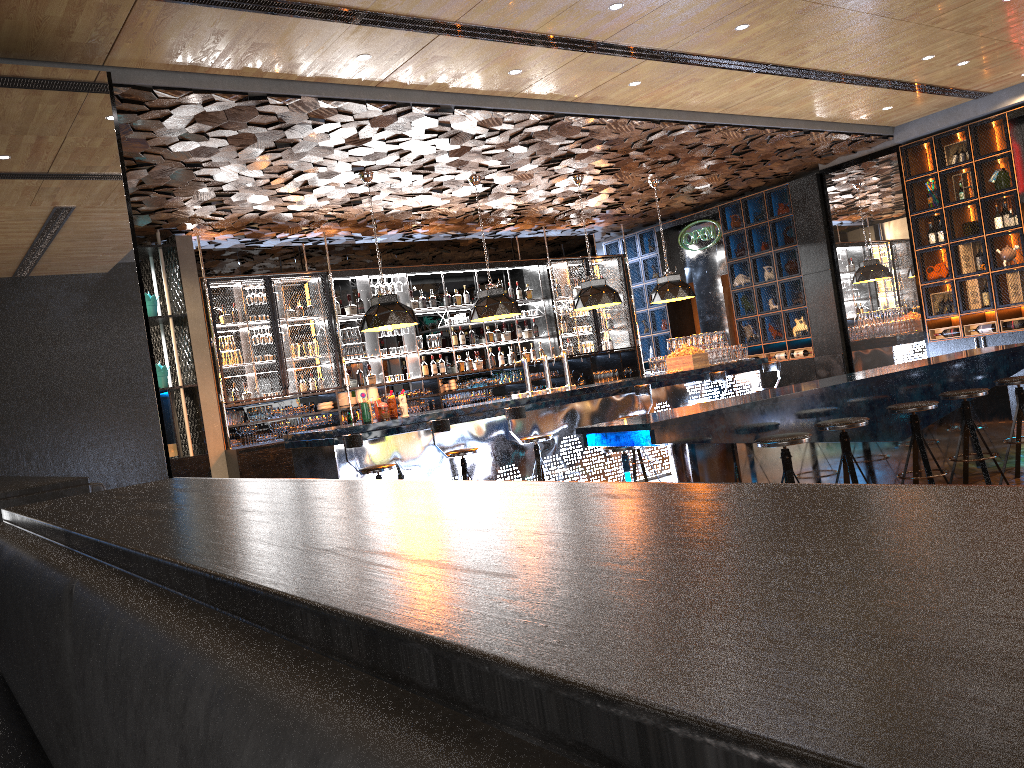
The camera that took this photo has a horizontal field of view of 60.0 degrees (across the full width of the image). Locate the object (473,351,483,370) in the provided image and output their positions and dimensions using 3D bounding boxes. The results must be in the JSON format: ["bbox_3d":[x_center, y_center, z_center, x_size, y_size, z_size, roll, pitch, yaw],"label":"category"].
[{"bbox_3d":[-0.493,-0.332,12.660,0.123,0.279,0.123,-9,0,-22],"label":"object"}]

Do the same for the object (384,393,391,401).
[{"bbox_3d":[-1.613,0.173,11.587,0.100,0.100,0.089,-9,0,-30],"label":"object"}]

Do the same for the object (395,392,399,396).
[{"bbox_3d":[-1.544,0.161,11.904,0.109,0.100,0.109,-8,0,38],"label":"object"}]

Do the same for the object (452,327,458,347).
[{"bbox_3d":[-0.817,-0.659,12.491,0.086,0.299,0.086,-9,0,14],"label":"object"}]

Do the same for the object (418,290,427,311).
[{"bbox_3d":[-1.241,-1.158,12.239,0.083,0.282,0.083,-8,0,40],"label":"object"}]

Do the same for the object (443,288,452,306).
[{"bbox_3d":[-0.915,-1.214,12.473,0.083,0.282,0.083,-8,0,40],"label":"object"}]

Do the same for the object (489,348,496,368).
[{"bbox_3d":[-0.291,-0.373,12.791,0.086,0.297,0.086,-9,0,-1],"label":"object"}]

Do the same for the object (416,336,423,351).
[{"bbox_3d":[-1.261,-0.548,12.086,0.105,0.209,0.105,-9,0,10],"label":"object"}]

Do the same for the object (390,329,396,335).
[{"bbox_3d":[-1.602,-0.776,11.836,0.092,0.244,0.092,-9,0,15],"label":"object"}]

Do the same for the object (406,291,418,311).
[{"bbox_3d":[-1.368,-1.136,12.149,0.123,0.279,0.123,-8,0,43],"label":"object"}]

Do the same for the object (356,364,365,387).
[{"bbox_3d":[-1.985,-0.113,11.581,0.086,0.297,0.086,-9,0,-1],"label":"object"}]

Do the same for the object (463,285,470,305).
[{"bbox_3d":[-0.655,-1.262,12.675,0.086,0.298,0.086,-9,0,14],"label":"object"}]

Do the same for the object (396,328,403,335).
[{"bbox_3d":[-1.522,-0.788,11.893,0.092,0.244,0.092,-9,0,15],"label":"object"}]

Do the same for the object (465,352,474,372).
[{"bbox_3d":[-0.613,-0.316,12.591,0.083,0.282,0.083,-9,0,-35],"label":"object"}]

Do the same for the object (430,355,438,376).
[{"bbox_3d":[-1.088,-0.251,12.291,0.086,0.298,0.086,-9,0,14],"label":"object"}]

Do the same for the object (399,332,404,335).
[{"bbox_3d":[-1.532,-0.787,12.087,0.092,0.244,0.092,-9,0,15],"label":"object"}]

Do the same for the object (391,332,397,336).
[{"bbox_3d":[-1.616,-0.775,12.028,0.092,0.244,0.092,-9,0,15],"label":"object"}]

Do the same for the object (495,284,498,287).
[{"bbox_3d":[-0.214,-1.322,12.974,0.083,0.282,0.083,-9,0,-35],"label":"object"}]

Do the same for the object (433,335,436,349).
[{"bbox_3d":[-1.073,-0.578,12.357,0.105,0.209,0.105,-9,0,10],"label":"object"}]

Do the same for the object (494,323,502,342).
[{"bbox_3d":[-0.215,-0.745,12.914,0.083,0.282,0.083,-9,0,-35],"label":"object"}]

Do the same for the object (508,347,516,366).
[{"bbox_3d":[-0.011,-0.408,13.022,0.083,0.282,0.083,-8,0,40],"label":"object"}]

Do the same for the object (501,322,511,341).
[{"bbox_3d":[-0.095,-0.761,12.982,0.123,0.279,0.123,-9,0,-22],"label":"object"}]

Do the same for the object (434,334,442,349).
[{"bbox_3d":[-1.021,-0.585,12.262,0.105,0.209,0.105,-9,0,10],"label":"object"}]

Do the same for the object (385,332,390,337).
[{"bbox_3d":[-1.696,-0.762,11.971,0.092,0.244,0.092,-9,0,15],"label":"object"}]

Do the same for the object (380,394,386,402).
[{"bbox_3d":[-1.683,0.184,11.675,0.089,0.100,0.100,-9,0,27],"label":"object"}]

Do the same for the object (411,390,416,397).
[{"bbox_3d":[-1.319,0.127,11.936,0.093,0.099,0.093,-9,0,26],"label":"object"}]

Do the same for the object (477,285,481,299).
[{"bbox_3d":[-0.463,-1.292,12.806,0.086,0.298,0.086,-9,0,14],"label":"object"}]

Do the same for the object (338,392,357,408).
[{"bbox_3d":[-2.145,0.206,11.351,0.306,0.195,0.300,-9,0,-34],"label":"object"}]

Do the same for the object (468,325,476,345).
[{"bbox_3d":[-0.576,-0.697,12.660,0.086,0.297,0.086,-9,0,14],"label":"object"}]

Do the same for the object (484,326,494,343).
[{"bbox_3d":[-0.336,-0.708,12.824,0.094,0.248,0.151,-8,0,44],"label":"object"}]

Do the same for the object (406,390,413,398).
[{"bbox_3d":[-1.365,0.134,11.833,0.093,0.099,0.093,-9,0,-19],"label":"object"}]

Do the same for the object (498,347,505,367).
[{"bbox_3d":[-0.164,-0.393,12.922,0.086,0.298,0.086,-9,0,14],"label":"object"}]

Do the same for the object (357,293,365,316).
[{"bbox_3d":[-1.999,-1.056,11.703,0.086,0.299,0.086,-9,0,14],"label":"object"}]

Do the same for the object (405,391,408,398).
[{"bbox_3d":[-1.426,0.143,11.921,0.093,0.099,0.093,-8,0,42],"label":"object"}]

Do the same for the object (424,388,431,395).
[{"bbox_3d":[-1.136,0.101,11.926,0.095,0.096,0.095,-9,0,29],"label":"object"}]

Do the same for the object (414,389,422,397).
[{"bbox_3d":[-1.256,0.117,11.853,0.093,0.099,0.093,-9,0,-16],"label":"object"}]

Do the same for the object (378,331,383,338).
[{"bbox_3d":[-1.785,-0.749,11.907,0.092,0.244,0.092,-9,0,15],"label":"object"}]

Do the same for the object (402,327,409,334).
[{"bbox_3d":[-1.438,-0.801,11.953,0.092,0.244,0.092,-9,0,15],"label":"object"}]

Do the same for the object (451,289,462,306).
[{"bbox_3d":[-0.782,-1.217,12.565,0.151,0.248,0.094,-9,0,-32],"label":"object"}]

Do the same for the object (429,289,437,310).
[{"bbox_3d":[-1.107,-1.178,12.335,0.083,0.282,0.083,-9,0,-20],"label":"object"}]

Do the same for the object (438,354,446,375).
[{"bbox_3d":[-0.978,-0.268,12.340,0.086,0.298,0.086,-9,0,14],"label":"object"}]

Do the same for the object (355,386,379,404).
[{"bbox_3d":[-1.878,0.154,11.503,0.309,0.216,0.149,-9,0,-37],"label":"object"}]

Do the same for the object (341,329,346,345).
[{"bbox_3d":[-2.193,-0.616,11.643,0.105,0.209,0.105,-9,0,10],"label":"object"}]

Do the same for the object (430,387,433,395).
[{"bbox_3d":[-1.120,0.098,12.026,0.095,0.096,0.095,-9,0,-11],"label":"object"}]

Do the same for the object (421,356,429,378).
[{"bbox_3d":[-1.200,-0.233,12.180,0.086,0.299,0.086,-9,0,14],"label":"object"}]

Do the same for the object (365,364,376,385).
[{"bbox_3d":[-1.863,-0.121,11.681,0.123,0.279,0.123,-9,0,-22],"label":"object"}]

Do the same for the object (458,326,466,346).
[{"bbox_3d":[-0.714,-0.677,12.596,0.086,0.298,0.086,-9,0,14],"label":"object"}]

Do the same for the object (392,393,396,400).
[{"bbox_3d":[-1.578,0.168,11.680,0.089,0.100,0.100,-9,0,1],"label":"object"}]

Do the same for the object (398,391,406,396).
[{"bbox_3d":[-1.453,0.147,11.774,0.109,0.100,0.109,-8,0,38],"label":"object"}]

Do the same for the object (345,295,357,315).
[{"bbox_3d":[-2.113,-1.028,11.600,0.123,0.279,0.123,-8,0,43],"label":"object"}]

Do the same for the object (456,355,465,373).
[{"bbox_3d":[-0.735,-0.279,12.502,0.094,0.248,0.151,-8,0,44],"label":"object"}]

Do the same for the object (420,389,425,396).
[{"bbox_3d":[-1.217,0.113,11.996,0.095,0.096,0.095,-9,0,-35],"label":"object"}]

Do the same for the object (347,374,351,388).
[{"bbox_3d":[-2.157,-0.085,11.496,0.086,0.299,0.086,-9,0,14],"label":"object"}]

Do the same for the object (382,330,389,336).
[{"bbox_3d":[-1.691,-0.762,11.772,0.092,0.244,0.092,-9,0,15],"label":"object"}]

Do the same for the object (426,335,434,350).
[{"bbox_3d":[-1.122,-0.570,12.219,0.105,0.209,0.105,-9,0,10],"label":"object"}]

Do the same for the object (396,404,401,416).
[{"bbox_3d":[-1.475,0.366,11.658,0.084,0.216,0.084,-9,0,-20],"label":"object"}]

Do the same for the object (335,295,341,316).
[{"bbox_3d":[-2.284,-1.013,11.534,0.086,0.298,0.086,-9,0,14],"label":"object"}]
